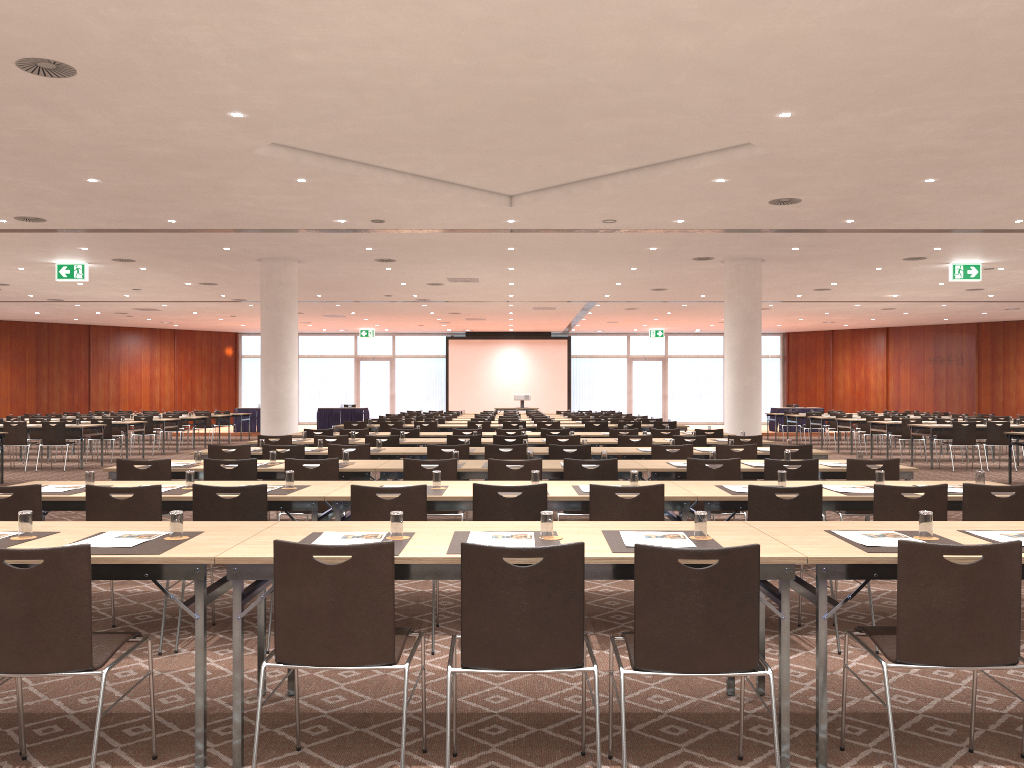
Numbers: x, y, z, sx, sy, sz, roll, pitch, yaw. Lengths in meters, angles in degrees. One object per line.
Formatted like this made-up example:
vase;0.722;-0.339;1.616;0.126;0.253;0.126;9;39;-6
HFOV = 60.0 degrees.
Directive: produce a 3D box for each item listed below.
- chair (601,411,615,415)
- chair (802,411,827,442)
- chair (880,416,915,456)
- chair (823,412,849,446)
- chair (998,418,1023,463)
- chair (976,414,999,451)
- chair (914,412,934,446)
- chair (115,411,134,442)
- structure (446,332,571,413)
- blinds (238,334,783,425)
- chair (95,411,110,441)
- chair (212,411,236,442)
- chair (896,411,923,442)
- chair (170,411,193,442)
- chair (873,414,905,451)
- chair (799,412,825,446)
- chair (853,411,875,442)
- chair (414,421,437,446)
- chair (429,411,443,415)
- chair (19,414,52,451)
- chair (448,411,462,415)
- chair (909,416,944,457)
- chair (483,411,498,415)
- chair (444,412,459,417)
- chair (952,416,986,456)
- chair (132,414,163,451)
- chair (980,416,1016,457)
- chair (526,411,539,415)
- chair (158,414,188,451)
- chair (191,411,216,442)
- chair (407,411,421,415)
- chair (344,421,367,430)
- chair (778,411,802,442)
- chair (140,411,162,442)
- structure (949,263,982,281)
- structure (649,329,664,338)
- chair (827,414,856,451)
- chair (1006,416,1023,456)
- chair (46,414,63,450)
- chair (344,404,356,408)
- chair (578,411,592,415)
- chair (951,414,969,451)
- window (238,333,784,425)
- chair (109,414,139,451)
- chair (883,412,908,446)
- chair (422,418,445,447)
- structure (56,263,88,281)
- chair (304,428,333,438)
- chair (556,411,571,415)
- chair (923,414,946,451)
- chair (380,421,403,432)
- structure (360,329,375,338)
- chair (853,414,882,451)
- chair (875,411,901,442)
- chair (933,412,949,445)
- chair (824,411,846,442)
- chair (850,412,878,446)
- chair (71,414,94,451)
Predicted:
chair;2.889;1.269;26.742;0.535;0.939;0.614;0;0;2
chair;9.139;1.269;26.783;0.535;0.939;0.614;0;0;-2
chair;9.030;1.207;20.782;0.535;0.939;0.614;0;0;-3
chair;9.069;1.249;24.842;0.535;0.939;0.614;0;0;1
chair;10.694;1.185;18.703;0.535;0.939;0.614;0;0;-1
chair;12.048;1.227;22.704;0.535;0.939;0.614;0;0;1
chair;11.335;1.247;24.703;0.535;0.939;0.614;0;0;0
chair;-11.601;1.269;26.763;0.535;0.939;0.614;0;0;-1
structure;-0.150;-0.406;36.740;5.158;3.525;0.395;0;0;0
blinds;-0.068;-0.190;37.120;22.852;3.816;0.115;0;0;0
chair;-12.265;1.268;26.681;0.535;0.939;0.614;0;0;-2
chair;-8.652;1.268;26.685;0.535;0.939;0.614;0;0;0
chair;11.969;1.268;26.704;0.535;0.939;0.614;0;0;0
chair;-9.909;1.268;26.683;0.535;0.939;0.614;0;0;-1
chair;9.679;1.227;22.783;0.535;0.939;0.614;0;0;-3
chair;8.387;1.248;24.782;0.535;0.939;0.614;0;0;2
chair;10.642;1.268;26.703;0.535;0.939;0.614;0;0;-3
chair;-1.613;1.165;16.738;0.535;0.939;0.614;0;0;0
chair;-2.287;1.269;26.814;0.535;0.939;0.614;0;0;1
chair;-12.258;1.228;22.822;0.535;0.939;0.614;0;0;-2
chair;-1.708;1.269;26.738;0.535;0.939;0.614;0;0;-2
chair;9.672;1.206;20.702;0.535;0.939;0.614;0;0;-2
chair;-0.645;1.269;26.773;0.535;0.939;0.614;0;0;1
chair;-1.669;1.248;24.772;0.535;0.939;0.614;0;0;3
chair;10.709;1.207;20.784;0.535;0.939;0.614;0;0;2
chair;-9.348;1.227;22.765;0.535;0.939;0.614;0;0;2
chair;11.333;1.206;20.703;0.535;0.939;0.614;0;0;2
chair;0.644;1.269;26.817;0.535;0.939;0.614;0;0;2
chair;-8.660;1.226;22.685;0.535;0.939;0.614;0;0;2
chair;-9.301;1.269;26.765;0.535;0.939;0.614;0;0;2
chair;-2.932;1.269;26.771;0.535;0.939;0.614;0;0;2
chair;-2.932;1.165;16.771;0.535;0.939;0.614;0;0;2
chair;8.371;1.268;26.701;0.535;0.939;0.614;0;0;2
chair;-10.885;1.269;26.823;0.535;0.939;0.614;0;0;-2
structure;8.874;-2.189;17.365;0.587;0.346;0.105;0;0;0
structure;5.754;-2.002;35.301;0.587;0.346;0.105;0;0;0
chair;8.491;1.228;22.841;0.535;0.939;0.614;0;0;-1
chair;12.043;1.207;20.844;0.535;0.939;0.614;0;0;-2
chair;-11.621;1.226;22.682;0.535;0.939;0.614;0;0;3
chair;-5.743;1.187;31.193;0.535;0.939;0.614;0;0;3
chair;2.189;1.269;26.818;0.535;0.939;0.614;0;0;-1
chair;11.425;1.228;22.785;0.535;0.939;0.614;0;0;-2
window;-0.035;-0.215;37.343;22.961;3.872;0.217;0;0;0
chair;-9.971;1.228;22.824;0.535;0.939;0.614;0;0;1
chair;10.763;1.248;24.784;0.535;0.939;0.614;0;0;-2
chair;-1.624;1.186;18.815;0.535;0.939;0.614;0;0;1
structure;-8.606;-2.189;17.349;0.587;0.346;0.105;0;0;0
chair;-2.864;1.129;13.271;0.535;0.939;0.614;0;0;-1
chair;1.536;1.269;26.741;0.535;0.939;0.614;0;0;-1
chair;10.768;1.228;22.843;0.535;0.939;0.614;0;0;1
chair;-2.265;1.165;16.814;0.535;0.939;0.614;0;0;0
structure;-5.762;-2.002;35.290;0.587;0.346;0.105;0;0;0
chair;9.084;1.227;22.701;0.535;0.939;0.614;0;0;1
chair;11.361;1.269;26.785;0.535;0.939;0.614;0;0;-3
chair;11.942;1.249;24.844;0.535;0.939;0.614;0;0;2
chair;9.725;1.270;26.842;0.535;0.939;0.614;0;0;2
chair;9.794;1.247;24.702;0.535;0.939;0.614;0;0;-2
chair;-10.908;1.227;22.764;0.535;0.939;0.614;0;0;-3
